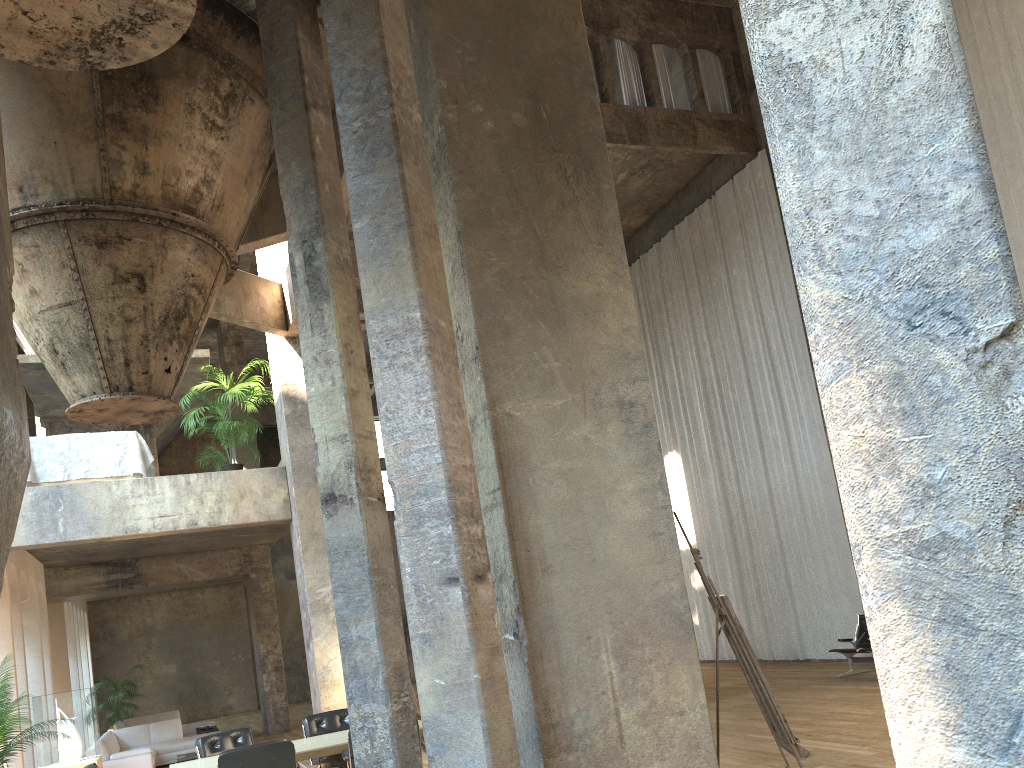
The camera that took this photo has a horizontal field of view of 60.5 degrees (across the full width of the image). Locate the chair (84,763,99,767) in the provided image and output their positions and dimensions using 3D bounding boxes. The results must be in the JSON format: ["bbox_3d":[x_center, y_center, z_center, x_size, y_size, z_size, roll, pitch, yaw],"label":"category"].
[{"bbox_3d":[-3.364,3.807,7.919,0.818,0.875,0.748,-3,-12,-28],"label":"chair"}]

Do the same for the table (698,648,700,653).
[{"bbox_3d":[0.542,5.207,15.363,1.595,0.743,7.919,-4,-15,-22],"label":"table"}]

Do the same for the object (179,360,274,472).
[{"bbox_3d":[-3.977,0.528,12.530,1.396,1.773,1.391,-6,-10,-17],"label":"object"}]

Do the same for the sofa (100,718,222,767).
[{"bbox_3d":[-5.766,5.992,14.484,2.056,0.707,3.006,-3,-15,-22],"label":"sofa"}]

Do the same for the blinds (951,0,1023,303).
[{"bbox_3d":[6.644,-1.270,9.922,0.273,8.473,8.032,-6,-11,-22],"label":"blinds"}]

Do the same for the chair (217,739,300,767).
[{"bbox_3d":[-2.191,3.534,7.585,0.726,0.875,0.843,-5,-12,-22],"label":"chair"}]

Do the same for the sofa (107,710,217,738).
[{"bbox_3d":[-7.266,7.243,18.345,2.059,0.707,1.099,-3,-14,-23],"label":"sofa"}]

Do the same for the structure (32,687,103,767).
[{"bbox_3d":[-5.139,4.363,10.241,0.591,1.517,0.761,-6,-9,-23],"label":"structure"}]

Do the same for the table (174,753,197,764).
[{"bbox_3d":[-4.816,5.898,13.759,0.856,0.241,0.380,-3,-14,-22],"label":"table"}]

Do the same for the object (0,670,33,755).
[{"bbox_3d":[-5.657,3.614,9.643,0.685,0.921,0.881,-3,-12,-32],"label":"object"}]

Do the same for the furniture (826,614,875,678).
[{"bbox_3d":[5.157,3.533,11.915,0.705,0.824,1.921,-5,-14,-22],"label":"furniture"}]

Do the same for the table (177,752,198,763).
[{"bbox_3d":[-4.944,6.028,14.095,0.787,0.198,1.140,-3,-15,-22],"label":"table"}]

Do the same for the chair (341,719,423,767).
[{"bbox_3d":[-1.162,3.481,8.003,0.727,0.875,0.842,-6,-11,-16],"label":"chair"}]

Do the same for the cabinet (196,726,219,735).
[{"bbox_3d":[-5.830,6.813,16.883,0.394,0.362,1.603,-4,-15,-22],"label":"cabinet"}]

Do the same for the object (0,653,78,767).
[{"bbox_3d":[-3.098,2.075,5.315,0.855,0.921,0.705,-5,-11,-20],"label":"object"}]

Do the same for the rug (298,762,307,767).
[{"bbox_3d":[-4.120,5.451,12.030,2.453,0.009,1.382,-3,-16,-22],"label":"rug"}]

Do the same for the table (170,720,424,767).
[{"bbox_3d":[-1.975,3.827,8.465,2.400,0.686,1.134,-3,-14,-22],"label":"table"}]

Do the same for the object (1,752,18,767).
[{"bbox_3d":[-5.456,4.526,9.553,0.579,0.953,0.662,-15,-11,31],"label":"object"}]

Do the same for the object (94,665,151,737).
[{"bbox_3d":[-8.638,7.158,19.341,1.396,1.777,1.391,-6,-10,-17],"label":"object"}]

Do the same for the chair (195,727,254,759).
[{"bbox_3d":[-2.705,3.965,8.918,0.837,0.875,0.731,-18,-14,40],"label":"chair"}]

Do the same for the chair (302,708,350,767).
[{"bbox_3d":[-1.785,3.927,9.326,0.727,0.875,0.842,-3,-12,-29],"label":"chair"}]

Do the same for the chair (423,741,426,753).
[{"bbox_3d":[-0.554,3.660,9.050,0.817,0.875,0.749,-4,-12,-26],"label":"chair"}]

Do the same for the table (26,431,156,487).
[{"bbox_3d":[-5.728,1.131,11.814,1.742,0.786,1.145,-3,-13,-22],"label":"table"}]

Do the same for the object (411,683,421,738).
[{"bbox_3d":[-1.555,3.924,11.782,0.681,2.105,0.718,-6,-9,-24],"label":"object"}]

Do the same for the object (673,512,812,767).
[{"bbox_3d":[1.454,1.826,5.596,0.685,2.105,0.714,-10,-8,3],"label":"object"}]

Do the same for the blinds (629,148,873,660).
[{"bbox_3d":[3.560,1.299,17.863,0.273,8.473,8.032,-6,-11,-22],"label":"blinds"}]
